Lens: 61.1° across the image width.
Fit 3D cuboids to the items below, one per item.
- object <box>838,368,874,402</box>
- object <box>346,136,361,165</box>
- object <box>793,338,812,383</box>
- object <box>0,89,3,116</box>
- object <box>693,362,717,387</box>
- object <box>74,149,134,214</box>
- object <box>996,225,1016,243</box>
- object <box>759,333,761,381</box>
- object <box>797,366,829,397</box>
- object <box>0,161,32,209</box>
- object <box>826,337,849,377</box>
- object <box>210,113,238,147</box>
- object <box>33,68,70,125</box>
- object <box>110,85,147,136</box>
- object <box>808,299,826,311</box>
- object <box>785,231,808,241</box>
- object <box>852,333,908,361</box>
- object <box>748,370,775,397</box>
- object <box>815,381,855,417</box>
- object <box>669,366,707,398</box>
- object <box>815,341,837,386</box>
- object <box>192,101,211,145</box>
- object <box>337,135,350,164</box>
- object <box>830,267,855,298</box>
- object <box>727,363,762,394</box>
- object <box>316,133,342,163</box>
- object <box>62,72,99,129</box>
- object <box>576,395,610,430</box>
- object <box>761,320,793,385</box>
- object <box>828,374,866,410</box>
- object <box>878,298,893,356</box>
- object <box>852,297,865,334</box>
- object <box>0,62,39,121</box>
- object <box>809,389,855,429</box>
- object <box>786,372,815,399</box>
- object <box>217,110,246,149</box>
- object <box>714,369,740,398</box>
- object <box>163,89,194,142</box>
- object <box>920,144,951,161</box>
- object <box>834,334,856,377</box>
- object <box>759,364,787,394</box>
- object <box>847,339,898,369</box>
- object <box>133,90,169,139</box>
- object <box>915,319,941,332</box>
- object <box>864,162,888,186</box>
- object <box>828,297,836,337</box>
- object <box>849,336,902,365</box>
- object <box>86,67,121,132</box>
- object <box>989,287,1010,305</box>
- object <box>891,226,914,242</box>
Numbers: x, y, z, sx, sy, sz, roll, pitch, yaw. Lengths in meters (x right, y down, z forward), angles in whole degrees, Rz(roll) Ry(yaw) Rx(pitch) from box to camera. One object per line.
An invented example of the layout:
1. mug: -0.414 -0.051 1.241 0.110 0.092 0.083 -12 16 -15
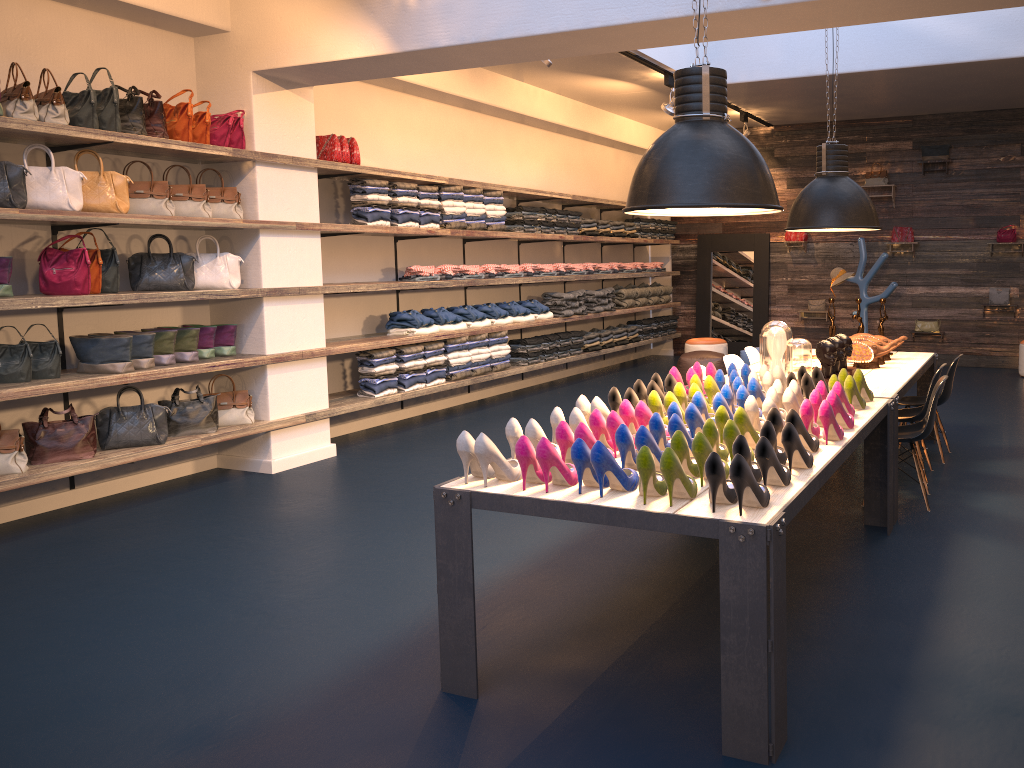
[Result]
1. object: 1.891 0.000 4.800 0.188 0.194 0.260 3 7 29
2. object: -1.406 -1.890 7.059 0.302 0.243 0.150 2 6 20
3. object: 1.816 -0.148 5.502 0.167 0.288 0.182 1 6 17
4. object: -2.854 -1.531 4.610 0.389 0.234 0.191 3 7 29
5. object: 1.162 -0.045 5.159 0.191 0.194 0.257 2 7 23
6. object: -2.526 -1.216 5.229 0.455 0.384 0.180 -4 6 -26
7. object: 6.678 -2.027 11.728 0.233 0.242 0.232 2 7 23
8. object: 1.702 -0.192 5.657 0.202 0.334 0.170 -6 7 -43
9. object: 1.709 -0.017 4.927 0.188 0.194 0.260 3 7 29
10. object: -2.848 -1.137 4.683 0.455 0.384 0.180 -4 6 -26
11. object: 2.078 -0.159 5.583 0.144 0.284 0.165 2 6 28
12. object: -2.041 -1.749 5.988 0.317 0.282 0.245 -4 7 -25
13. object: -2.666 -1.634 4.953 0.325 0.333 0.179 4 7 39
14. object: -2.446 -1.708 5.429 0.309 0.336 0.271 -3 6 -20
15. object: 4.494 -1.161 12.799 0.267 0.174 0.105 0 5 2
16. object: 4.207 -2.230 12.854 0.312 0.252 0.149 5 8 39
17. object: 2.848 -0.288 6.742 0.425 0.202 0.231 1 7 12
18. object: 1.381 0.013 4.734 0.188 0.194 0.260 3 7 29
19. object: 1.597 0.070 4.321 0.188 0.194 0.260 3 7 29
20. object: 1.004 -0.009 4.916 0.191 0.194 0.263 4 8 40
21. object: 1.937 -0.124 5.346 0.144 0.284 0.165 2 6 28
22. object: -2.159 -1.758 5.846 0.264 0.329 0.219 -2 6 -14
23. object: -1.466 -1.876 6.966 0.297 0.243 0.153 3 7 28
24. object: 4.534 -1.378 11.902 0.314 0.439 0.380 2 6 25
25. object: 1.355 -0.035 5.079 0.188 0.194 0.260 3 7 29
26. object: -1.518 -1.863 6.876 0.299 0.243 0.152 2 6 24
27. object: -2.570 -1.660 5.112 0.277 0.350 0.144 1 6 23
28. object: 0.404 0.136 3.924 0.186 0.194 0.263 4 8 37
29. object: 1.637 -0.189 5.370 0.193 0.410 0.211 0 5 17
30. object: 1.747 0.036 4.551 0.188 0.194 0.260 3 7 29
31. object: 3.040 -0.471 7.086 0.139 0.466 0.141 -1 5 4
32. object: 2.847 -0.482 7.172 0.148 0.466 0.132 -3 5 -19
33. object: -2.757 -1.611 4.801 0.325 0.333 0.179 4 7 39
34. object: 1.482 0.110 4.042 0.186 0.194 0.262 3 8 35
35. object: 1.557 0.023 4.655 0.189 0.194 0.259 2 7 26
36. object: -1.996 -1.782 6.087 0.256 0.309 0.212 -2 6 -10
37. object: 1.208 0.004 4.811 0.192 0.194 0.256 1 7 21
38. object: -2.232 -1.767 5.722 0.264 0.383 0.218 -2 5 -14
39. object: 5.844 -3.189 11.984 0.397 0.230 0.188 2 6 19
40. object: 2.215 -0.193 5.813 0.144 0.284 0.165 2 6 28
41. object: 1.521 -0.024 4.989 0.186 0.194 0.262 3 8 35
42. object: 2.561 -0.218 6.264 0.433 0.202 0.227 0 6 6
43. object: -2.359 -1.736 5.614 0.348 0.337 0.234 3 7 34
44. object: 5.835 -0.814 12.174 0.362 0.173 0.233 0 7 3
45. object: 5.171 -2.978 12.326 0.325 0.333 0.179 4 7 39
46. object: 2.669 -0.492 7.255 0.129 0.466 0.151 3 6 40
47. object: 2.698 -0.252 6.494 0.433 0.202 0.227 0 6 6
48. object: -2.494 -1.707 5.238 0.277 0.408 0.144 1 5 23
49. object: 6.640 -1.197 11.816 0.086 0.229 0.254 -6 8 -44
50. object: 5.508 -2.106 12.236 0.309 0.253 0.144 1 6 13
